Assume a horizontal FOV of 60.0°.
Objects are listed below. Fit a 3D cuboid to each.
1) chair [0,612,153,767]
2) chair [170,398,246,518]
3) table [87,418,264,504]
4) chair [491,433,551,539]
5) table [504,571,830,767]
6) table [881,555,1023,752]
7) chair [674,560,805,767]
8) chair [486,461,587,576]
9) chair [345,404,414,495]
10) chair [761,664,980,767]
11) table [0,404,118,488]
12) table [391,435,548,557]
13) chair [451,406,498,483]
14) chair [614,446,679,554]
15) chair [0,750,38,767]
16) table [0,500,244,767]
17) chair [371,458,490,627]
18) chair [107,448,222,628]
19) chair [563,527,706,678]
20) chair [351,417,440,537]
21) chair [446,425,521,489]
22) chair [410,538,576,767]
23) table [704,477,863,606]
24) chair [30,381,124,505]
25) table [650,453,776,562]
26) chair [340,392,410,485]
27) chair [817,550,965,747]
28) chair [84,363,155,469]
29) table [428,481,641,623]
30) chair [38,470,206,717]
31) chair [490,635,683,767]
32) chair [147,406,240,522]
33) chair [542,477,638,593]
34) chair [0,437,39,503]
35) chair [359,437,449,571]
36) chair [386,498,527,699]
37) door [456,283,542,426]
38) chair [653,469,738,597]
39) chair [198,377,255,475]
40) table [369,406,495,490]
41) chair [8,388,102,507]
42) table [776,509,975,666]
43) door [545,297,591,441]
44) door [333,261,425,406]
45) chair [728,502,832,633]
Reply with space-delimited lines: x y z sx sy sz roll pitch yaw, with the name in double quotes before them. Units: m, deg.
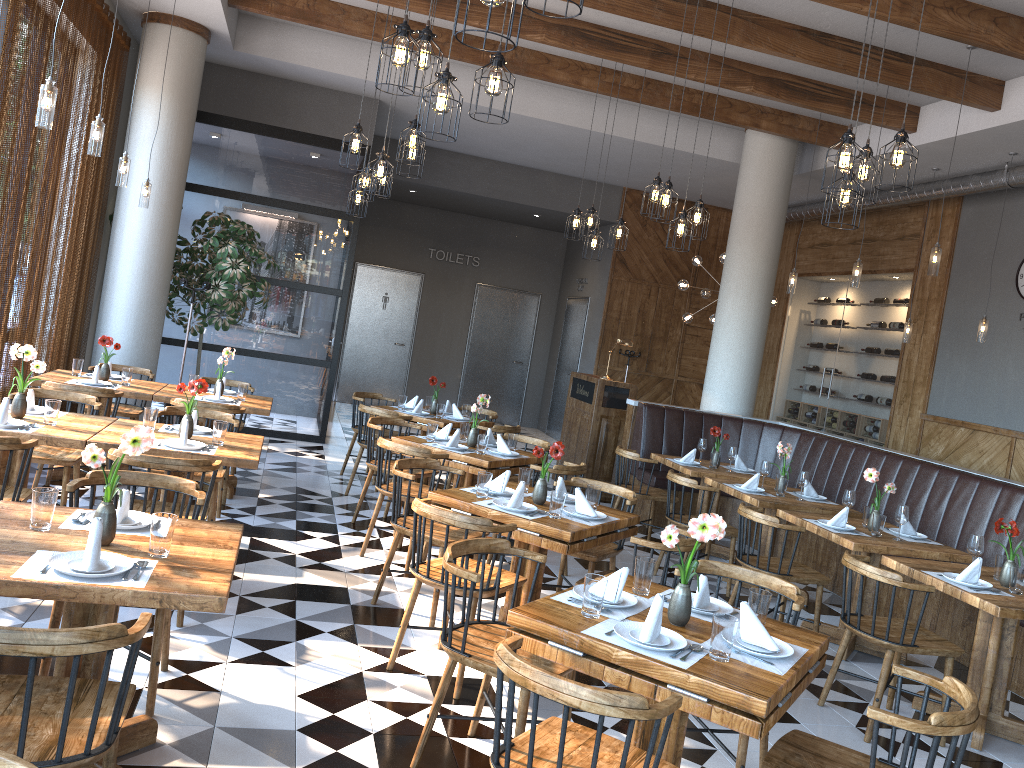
"chair" -1.245 0.931 2.258 0.518 0.816 0.551 9 2 -14
"chair" -2.272 0.511 6.486 0.518 0.816 0.551 9 2 -14
"table" -1.915 0.683 5.028 0.849 0.763 0.853 9 2 -14
"chair" -0.027 0.837 7.125 0.521 0.816 0.548 10 2 31
"table" 0.503 1.195 3.031 0.867 0.763 0.862 11 3 31
"table" 2.493 1.424 4.601 0.849 0.763 0.853 9 2 -14
"chair" 0.835 1.189 3.574 0.521 0.816 0.548 10 2 31
"chair" 0.187 0.924 6.241 0.551 0.816 0.518 10 2 31
"chair" -1.132 0.614 7.856 0.521 0.816 0.548 10 2 31
"chair" 1.050 1.277 2.690 0.551 0.816 0.518 10 2 31
"table" -2.735 0.563 4.821 0.849 0.763 0.853 9 2 -14
"table" -0.360 0.842 6.582 0.867 0.763 0.862 11 3 31
"chair" -0.487 0.651 8.979 0.521 0.816 0.548 10 2 31
"chair" 1.113 0.990 7.652 0.549 0.816 0.521 9 2 -14
"chair" -1.003 1.030 1.251 0.518 0.816 0.551 9 2 -14
"table" -1.396 0.895 2.892 0.849 0.763 0.853 9 2 -14
"chair" -0.463 0.887 5.101 0.551 0.816 0.518 10 2 31
"chair" -1.764 0.719 4.395 0.518 0.816 0.551 9 2 -14
"chair" 0.625 1.104 4.436 0.551 0.816 0.518 10 2 31
"chair" -0.901 0.708 6.905 0.551 0.816 0.518 10 2 31
"chair" -0.258 0.742 8.075 0.551 0.816 0.518 10 2 31
"chair" -0.039 1.061 3.355 0.551 0.816 0.518 10 2 31
"table" 1.977 1.212 6.729 0.849 0.763 0.853 9 2 -14
"chair" -3.081 0.392 6.283 0.518 0.816 0.551 9 2 -14
"table" 1.716 1.106 7.800 0.849 0.763 0.853 9 2 -14
"chair" -1.347 0.526 8.740 0.551 0.816 0.518 10 2 31
"chair" 1.892 1.308 4.444 0.549 0.816 0.521 9 2 -14
"chair" -3.389 0.266 7.550 0.518 0.816 0.551 9 2 -14
"table" 0.078 1.021 4.778 0.867 0.763 0.862 11 3 31
"chair" -1.553 0.805 3.525 0.518 0.816 0.551 9 2 -14
"chair" 0.176 1.148 2.470 0.521 0.816 0.548 10 2 31
"chair" -2.072 0.593 5.662 0.518 0.816 0.551 9 2 -14
"chair" 0.411 1.016 5.321 0.521 0.816 0.548 10 2 31
"chair" -2.573 0.600 4.191 0.518 0.816 0.551 9 2 -14
"chair" -0.687 0.796 6.021 0.521 0.816 0.548 10 2 31
"chair" -0.249 0.975 4.216 0.521 0.816 0.548 10 2 31
"door" -0.233 -0.505 15.617 1.205 2.392 0.114 9 1 -14
"chair" 1.373 1.096 6.582 0.549 0.816 0.521 9 2 -14
"chair" -2.580 0.385 7.753 0.518 0.816 0.551 9 2 -14
"table" -0.803 0.661 8.406 0.867 0.763 0.862 11 3 31
"chair" -2.881 0.474 5.458 0.518 0.816 0.551 9 2 -14
"table" 2.233 1.317 5.672 0.849 0.763 0.853 9 2 -14
"door" 0.898 -0.266 14.683 0.114 2.392 1.210 9 1 -14
"door" -2.260 -0.803 15.106 1.205 2.392 0.114 9 1 -14
"chair" 1.633 1.202 5.513 0.549 0.816 0.521 9 2 -14
